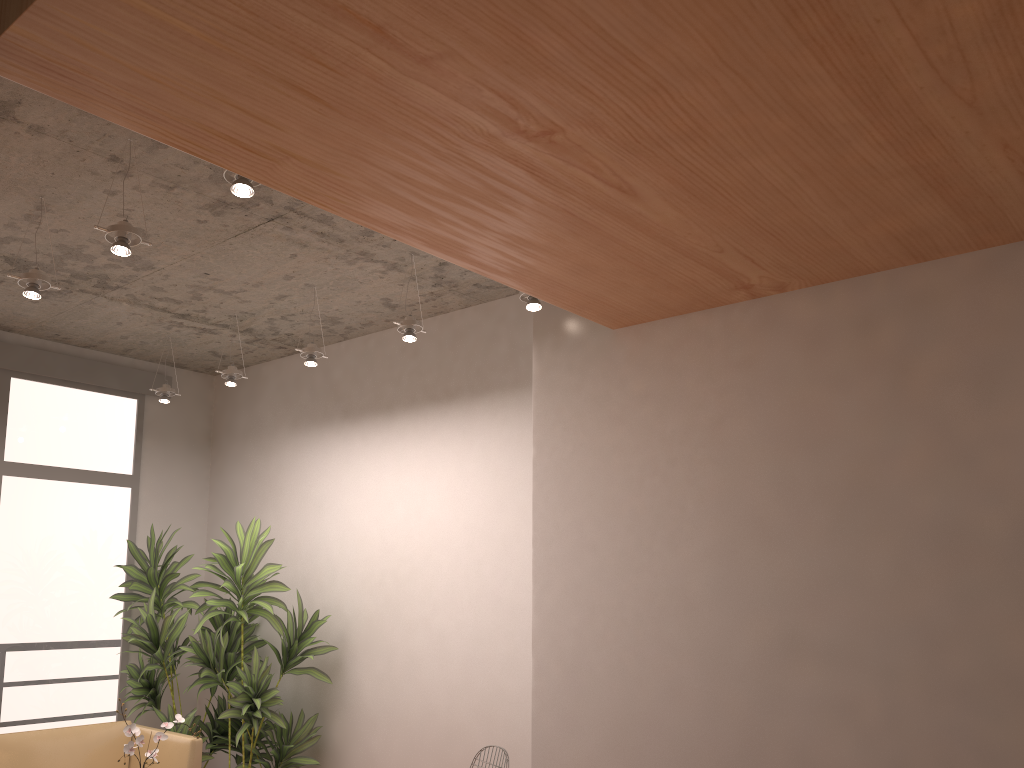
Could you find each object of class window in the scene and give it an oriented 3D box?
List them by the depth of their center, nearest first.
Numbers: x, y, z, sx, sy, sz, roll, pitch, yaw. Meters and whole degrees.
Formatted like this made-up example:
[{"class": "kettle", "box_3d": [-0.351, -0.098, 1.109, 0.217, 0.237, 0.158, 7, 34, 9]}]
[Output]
[{"class": "window", "box_3d": [-5.479, 0.767, 3.590, 0.062, 3.230, 8.620, -6, -14, 39]}]

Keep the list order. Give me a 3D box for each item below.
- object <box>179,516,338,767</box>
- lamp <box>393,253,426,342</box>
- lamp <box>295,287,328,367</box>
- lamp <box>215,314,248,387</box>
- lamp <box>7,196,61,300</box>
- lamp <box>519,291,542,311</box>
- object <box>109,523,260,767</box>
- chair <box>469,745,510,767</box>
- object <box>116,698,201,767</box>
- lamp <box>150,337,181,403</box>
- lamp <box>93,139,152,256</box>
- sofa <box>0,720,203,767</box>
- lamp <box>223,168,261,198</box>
[{"class": "object", "box_3d": [-1.736, 1.945, 5.826, 0.968, 2.075, 1.094, 7, -11, -36]}, {"class": "lamp", "box_3d": [-0.529, -0.459, 4.611, 0.134, 0.476, 0.201, -1, -9, 7]}, {"class": "lamp", "box_3d": [-1.159, -0.342, 5.137, 0.134, 0.476, 0.201, -1, -9, 7]}, {"class": "lamp", "box_3d": [-1.789, -0.224, 5.662, 0.134, 0.476, 0.201, -1, -9, 7]}, {"class": "lamp", "box_3d": [-2.139, -0.622, 3.980, 0.134, 0.476, 0.201, -1, -9, 7]}, {"class": "lamp", "box_3d": [2.133, 0.054, 0.419, 0.446, 3.348, 8.343, 5, -13, -31]}, {"class": "object", "box_3d": [-2.265, 2.040, 6.248, 1.081, 2.075, 0.979, 6, -10, -31]}, {"class": "chair", "box_3d": [-0.302, 2.142, 4.036, 0.561, 0.888, 0.551, 6, -11, -29]}, {"class": "object", "box_3d": [-1.597, 1.676, 3.850, 0.373, 0.581, 0.300, -6, -11, 34]}, {"class": "lamp", "box_3d": [-2.418, -0.106, 6.187, 0.134, 0.476, 0.201, -1, -9, 7]}, {"class": "lamp", "box_3d": [-1.510, -0.739, 3.454, 0.134, 0.476, 0.201, -1, -9, 7]}, {"class": "sofa", "box_3d": [-2.653, 2.278, 4.573, 0.887, 0.825, 1.814, -8, -15, 39]}, {"class": "lamp", "box_3d": [-0.880, -0.857, 2.929, 0.134, 0.476, 0.201, -1, -9, 7]}]
